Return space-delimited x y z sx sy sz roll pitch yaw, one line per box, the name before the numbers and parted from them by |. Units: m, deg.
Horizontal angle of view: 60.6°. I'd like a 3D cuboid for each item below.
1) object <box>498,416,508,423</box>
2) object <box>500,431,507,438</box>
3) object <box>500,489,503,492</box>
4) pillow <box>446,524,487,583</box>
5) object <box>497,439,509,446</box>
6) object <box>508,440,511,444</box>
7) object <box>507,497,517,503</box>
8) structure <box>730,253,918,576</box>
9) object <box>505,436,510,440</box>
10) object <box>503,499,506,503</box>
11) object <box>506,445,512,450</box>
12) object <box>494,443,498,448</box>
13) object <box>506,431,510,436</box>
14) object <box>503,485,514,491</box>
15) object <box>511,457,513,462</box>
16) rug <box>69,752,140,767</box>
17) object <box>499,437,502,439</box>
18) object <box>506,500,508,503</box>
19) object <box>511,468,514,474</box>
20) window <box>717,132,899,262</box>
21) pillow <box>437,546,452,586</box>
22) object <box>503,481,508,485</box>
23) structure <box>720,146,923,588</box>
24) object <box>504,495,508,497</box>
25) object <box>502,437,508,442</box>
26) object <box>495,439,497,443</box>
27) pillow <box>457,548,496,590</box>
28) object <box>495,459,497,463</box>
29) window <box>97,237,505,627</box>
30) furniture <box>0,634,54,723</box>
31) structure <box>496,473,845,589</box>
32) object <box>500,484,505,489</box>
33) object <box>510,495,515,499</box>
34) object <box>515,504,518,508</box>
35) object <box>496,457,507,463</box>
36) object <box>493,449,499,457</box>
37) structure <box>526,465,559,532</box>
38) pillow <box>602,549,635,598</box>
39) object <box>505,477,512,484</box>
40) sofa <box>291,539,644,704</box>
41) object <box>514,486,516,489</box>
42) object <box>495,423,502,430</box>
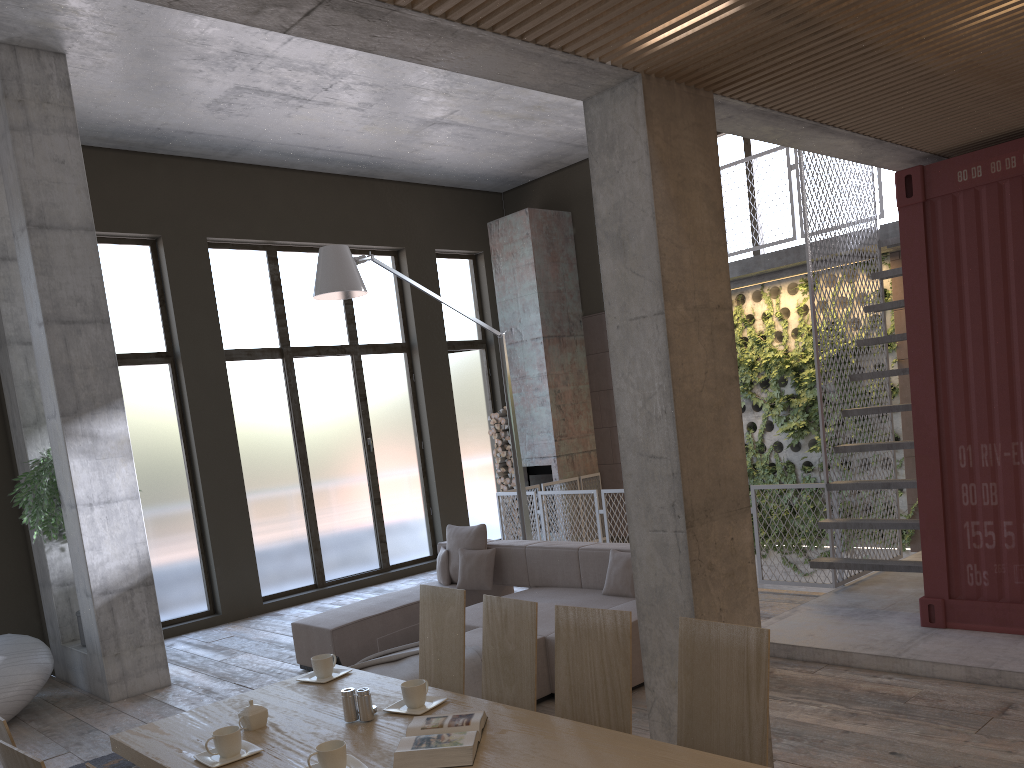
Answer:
object | -0.040 0.497 12.393 0.358 0.085 0.104 -5 0 -43
object | 0.021 0.696 12.445 0.449 0.090 0.091 -5 0 -44
object | -0.070 1.524 12.605 0.248 0.073 0.045 -5 2 -43
pillow | -0.424 1.549 7.971 0.218 0.563 0.566 -11 4 -41
object | -0.072 0.817 12.499 0.290 0.108 0.099 -6 1 -42
object | 0.114 0.807 12.393 0.420 0.086 0.067 -5 1 -45
object | 0.135 1.630 12.567 0.474 0.084 0.094 -5 0 -43
structure | 3.240 0.365 9.867 0.990 3.864 2.636 -12 6 -43
object | 0.074 0.745 12.405 0.359 0.068 0.122 -5 -1 -41
object | 0.032 1.655 12.685 0.417 0.068 0.067 -5 0 -43
object | 0.111 0.890 12.454 0.430 0.080 0.115 -5 -1 -43
object | -0.148 0.866 12.533 0.248 0.073 0.045 -5 2 -43
object | 0.089 0.677 12.412 0.418 0.072 0.067 -5 0 -43
object | 0.006 1.474 12.571 0.290 0.108 0.099 -6 1 -42
object | 0.148 1.069 12.373 0.361 0.109 0.089 -5 1 -43
rug | -2.336 2.393 5.324 2.883 0.049 1.169 -5 -3 -42
object | -0.055 0.738 12.507 0.328 0.057 0.089 -5 -1 -43
object | 0.087 1.648 12.626 0.417 0.068 0.067 -5 0 -43
object | 0.197 1.198 12.401 0.474 0.084 0.094 -5 0 -43
window | 3.503 -2.314 9.355 0.108 1.766 3.586 -13 3 -43
pillow | -0.631 1.711 8.181 0.150 0.380 0.367 -8 2 -10
object | 0.023 1.396 12.579 0.328 0.057 0.089 -5 -1 -43
structure | 2.758 -0.202 8.624 2.995 4.363 3.698 -10 4 -43
object | 0.057 1.572 12.649 0.432 0.094 0.093 -5 0 -43
object | 0.010 0.769 12.484 0.355 0.075 0.064 -5 1 -44
object | -0.105 0.814 12.597 0.289 0.104 0.101 -6 1 -41
pillow | -0.313 1.630 7.722 0.378 0.377 0.166 -6 5 21
object | -0.068 1.081 12.594 0.417 0.068 0.067 -5 0 -43
window | -3.587 0.519 9.678 9.093 4.216 0.209 -6 4 -44
furniture | -4.555 2.501 6.812 1.790 0.819 1.621 -7 0 -5
structure | 2.049 1.508 9.890 1.903 0.943 4.453 -6 -2 -43
object | -0.027 1.472 12.669 0.289 0.104 0.101 -6 1 -41
object | 0.158 1.558 12.500 0.450 0.090 0.091 -5 0 -42
object | 0.229 1.691 12.511 0.450 0.090 0.091 -5 0 -43
object | -0.020 1.062 12.536 0.474 0.084 0.094 -5 0 -43
object | -0.120 0.978 12.633 0.359 0.126 0.064 -6 2 -44
structure | 0.468 1.569 12.034 0.055 0.938 0.578 -13 7 -43
pillow | 0.853 1.440 6.626 0.184 0.363 0.372 -11 4 -43
object | 0.099 1.354 12.518 0.449 0.090 0.091 -5 0 -44
sofa | -0.524 1.826 6.607 2.975 0.793 3.015 -5 -2 -42
object | 0.193 1.465 12.466 0.420 0.086 0.067 -5 1 -45
object | -0.030 0.585 12.454 0.474 0.084 0.094 -5 0 -43
